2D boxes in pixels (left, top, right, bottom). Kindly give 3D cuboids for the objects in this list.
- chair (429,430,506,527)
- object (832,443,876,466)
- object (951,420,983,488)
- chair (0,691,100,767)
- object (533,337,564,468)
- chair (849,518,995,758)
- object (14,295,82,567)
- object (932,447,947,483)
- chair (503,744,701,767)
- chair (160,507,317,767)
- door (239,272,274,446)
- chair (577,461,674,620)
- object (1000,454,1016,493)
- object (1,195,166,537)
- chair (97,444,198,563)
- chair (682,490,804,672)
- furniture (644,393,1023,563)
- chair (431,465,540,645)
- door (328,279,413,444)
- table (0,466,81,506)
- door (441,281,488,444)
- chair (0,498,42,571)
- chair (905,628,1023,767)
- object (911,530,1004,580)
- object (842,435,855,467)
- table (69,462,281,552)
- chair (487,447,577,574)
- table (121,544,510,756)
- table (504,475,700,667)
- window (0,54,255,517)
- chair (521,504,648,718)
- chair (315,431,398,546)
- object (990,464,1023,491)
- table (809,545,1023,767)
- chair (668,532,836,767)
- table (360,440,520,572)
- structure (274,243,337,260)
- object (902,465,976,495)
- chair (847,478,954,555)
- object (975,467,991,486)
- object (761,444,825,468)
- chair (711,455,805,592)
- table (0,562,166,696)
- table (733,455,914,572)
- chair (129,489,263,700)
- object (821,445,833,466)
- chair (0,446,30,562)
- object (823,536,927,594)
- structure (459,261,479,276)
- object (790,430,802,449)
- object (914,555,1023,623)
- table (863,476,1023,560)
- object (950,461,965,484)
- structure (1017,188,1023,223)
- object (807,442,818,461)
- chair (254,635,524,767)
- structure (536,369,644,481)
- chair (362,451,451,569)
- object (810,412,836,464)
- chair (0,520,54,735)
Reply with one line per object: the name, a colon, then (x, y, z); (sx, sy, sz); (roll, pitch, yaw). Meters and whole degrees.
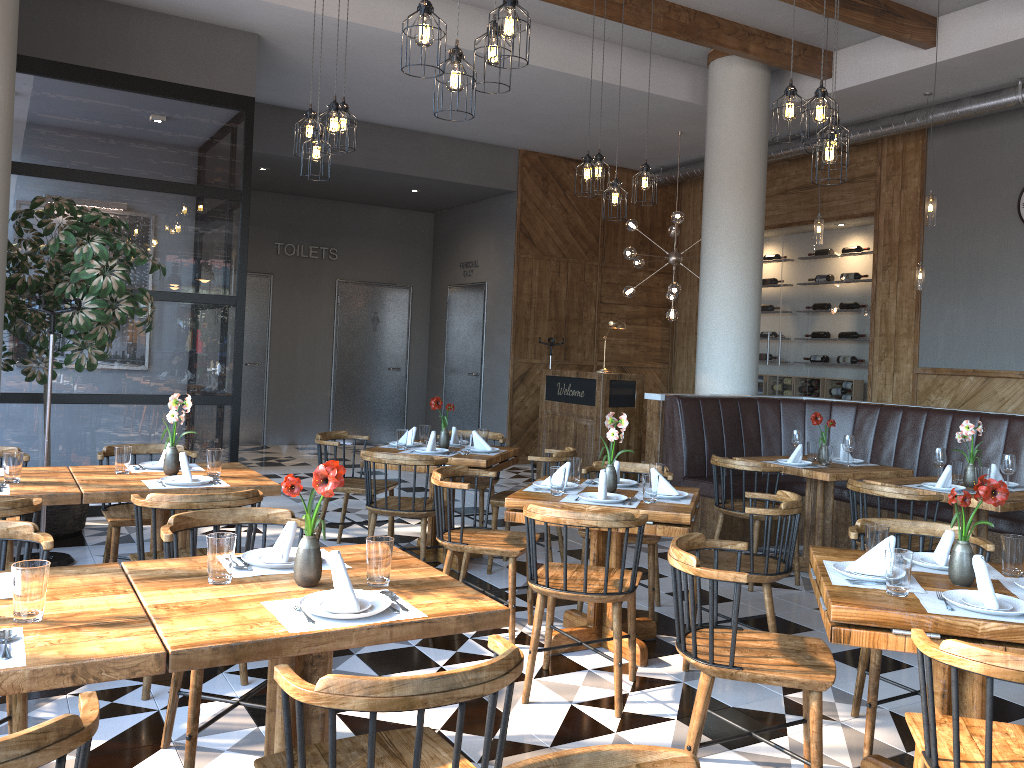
chair: (-0.339, 0.781, 6.679); (0.520, 0.817, 0.549); (3, 0, 15)
object: (2.387, 0.490, 6.306); (0.271, 0.137, 0.352); (2, 2, -30)
object: (2.695, 0.410, 5.232); (0.146, 0.400, 0.207); (3, 0, -23)
chair: (-1.005, 0.932, 1.493); (0.519, 0.817, 0.550); (2, 0, -30)
object: (0.470, 0.235, 11.320); (0.374, 1.659, 0.374); (3, 0, -8)
chair: (1.572, 0.978, 3.427); (0.520, 0.817, 0.549); (3, 0, 15)
object: (-2.880, 0.289, 5.493); (0.374, 1.659, 0.374); (3, 0, -8)
object: (2.579, 0.493, 5.353); (0.081, 0.215, 0.081); (3, 0, -39)
chair: (0.175, 0.996, 1.146); (0.519, 0.817, 0.550); (2, 0, -30)
chair: (-0.936, 0.881, 3.046); (0.519, 0.817, 0.550); (2, 0, -30)
door: (-3.892, -0.352, 12.034); (1.205, 2.394, 0.114); (3, 0, -30)
chair: (0.634, 0.881, 5.032); (0.520, 0.817, 0.549); (3, 0, 15)
object: (2.855, 0.514, 5.098); (0.081, 0.215, 0.081); (3, 0, 1)
object: (-3.390, -0.222, 6.088); (1.381, 2.593, 1.633); (3, 0, 44)
chair: (-2.023, 0.768, 4.908); (0.519, 0.817, 0.550); (2, 0, -30)
chair: (1.093, 0.929, 4.245); (0.550, 0.817, 0.519); (3, 0, 15)
furniture: (3.584, 0.841, 5.129); (1.916, 1.150, 6.594); (2, 2, -30)
chair: (-0.153, 0.863, 4.573); (0.550, 0.817, 0.519); (3, 0, 15)
door: (-2.069, -0.308, 13.100); (1.205, 2.394, 0.114); (3, 0, -30)
table: (-2.426, 0.812, 3.913); (0.849, 0.764, 0.851); (2, 1, -30)
door: (-0.706, -0.228, 12.527); (0.114, 2.394, 1.207); (3, 0, -30)
chair: (-2.093, 0.819, 3.355); (0.519, 0.817, 0.550); (2, 0, -30)
chair: (1.245, 1.007, 2.180); (0.520, 0.817, 0.549); (3, 0, 15)
object: (1.495, 0.563, 3.073); (0.352, 0.137, 0.272); (3, 2, 15)
object: (2.298, 0.456, 6.051); (0.081, 0.215, 0.081); (3, 0, 1)
table: (-1.688, 0.829, 4.345); (0.849, 0.764, 0.851); (2, 1, -30)
chair: (0.139, 0.830, 5.878); (0.550, 0.817, 0.519); (3, 0, 15)
table: (-0.601, 0.942, 2.484); (0.849, 0.764, 0.851); (2, 1, -30)
table: (0.468, 0.922, 4.417); (0.864, 0.764, 0.864); (3, 1, 15)
window: (-3.964, -0.767, 7.858); (2.725, 3.550, 2.188); (2, 0, -30)
chair: (0.307, 0.910, 3.785); (0.520, 0.817, 0.549); (3, 0, 15)
chair: (-1.107, 0.764, 6.205); (0.550, 0.817, 0.519); (3, 0, 15)
object: (2.941, 0.548, 5.358); (0.271, 0.137, 0.352); (2, 2, -30)
table: (1.406, 1.019, 2.812); (0.864, 0.764, 0.864); (3, 1, 15)
chair: (0.785, 0.960, 2.967); (0.550, 0.817, 0.519); (3, 0, 15)
table: (-0.480, 0.824, 6.040); (0.864, 0.764, 0.864); (3, 1, 15)
structure: (-2.923, -1.883, 12.584); (0.915, 0.166, 0.035); (1, 0, -30)
object: (2.484, 0.537, 5.101); (0.271, 0.137, 0.352); (2, 2, -30)
chair: (2.148, 0.952, 4.911); (0.549, 0.817, 0.520); (2, 0, -30)
object: (2.712, 0.549, 5.110); (0.080, 0.132, 0.080); (3, 0, 45)
object: (1.929, 0.479, 6.049); (0.271, 0.137, 0.352); (2, 2, -30)
chair: (1.592, 0.895, 5.862); (0.549, 0.817, 0.520); (2, 0, -30)
table: (-1.339, 0.924, 2.052); (0.849, 0.764, 0.851); (2, 1, -30)
table: (2.139, 0.935, 6.177); (0.849, 0.764, 0.851); (2, 1, -30)
chair: (-1.365, 0.836, 3.780); (0.519, 0.817, 0.550); (2, 0, -30)
object: (2.156, 0.491, 6.063); (0.080, 0.132, 0.080); (3, 0, 45)
chair: (-2.751, 0.751, 4.482); (0.519, 0.817, 0.550); (2, 0, -30)
object: (1.170, 0.556, 2.879); (0.272, 0.137, 0.352); (3, 2, 15)
structure: (-0.607, -1.629, 12.508); (0.025, 0.197, 0.566); (3, 1, -30)
object: (2.022, 0.435, 6.306); (0.081, 0.215, 0.081); (3, 0, -39)
object: (1.366, 0.575, 2.556); (0.352, 0.137, 0.272); (3, 2, 15)
table: (2.695, 0.992, 5.224); (0.849, 0.764, 0.851); (2, 1, -30)
object: (2.702, 0.539, 5.377); (0.080, 0.132, 0.080); (2, 0, -30)
structure: (5.015, -1.702, 8.282); (0.046, 0.560, 0.561); (3, 1, -30)
object: (2.145, 0.481, 6.330); (0.080, 0.132, 0.080); (2, 0, -30)
chair: (-0.278, 0.949, 1.919); (0.519, 0.817, 0.550); (2, 0, -30)
structure: (0.757, 0.536, 8.193); (0.645, 1.300, 1.046); (3, 0, -30)
chair: (-0.647, 0.811, 5.418); (0.520, 0.817, 0.549); (3, 0, 15)
object: (2.155, 0.375, 6.191); (0.156, 0.355, 0.171); (3, 0, -37)
chair: (-1.664, 0.863, 2.621); (0.519, 0.817, 0.550); (2, 0, -30)
